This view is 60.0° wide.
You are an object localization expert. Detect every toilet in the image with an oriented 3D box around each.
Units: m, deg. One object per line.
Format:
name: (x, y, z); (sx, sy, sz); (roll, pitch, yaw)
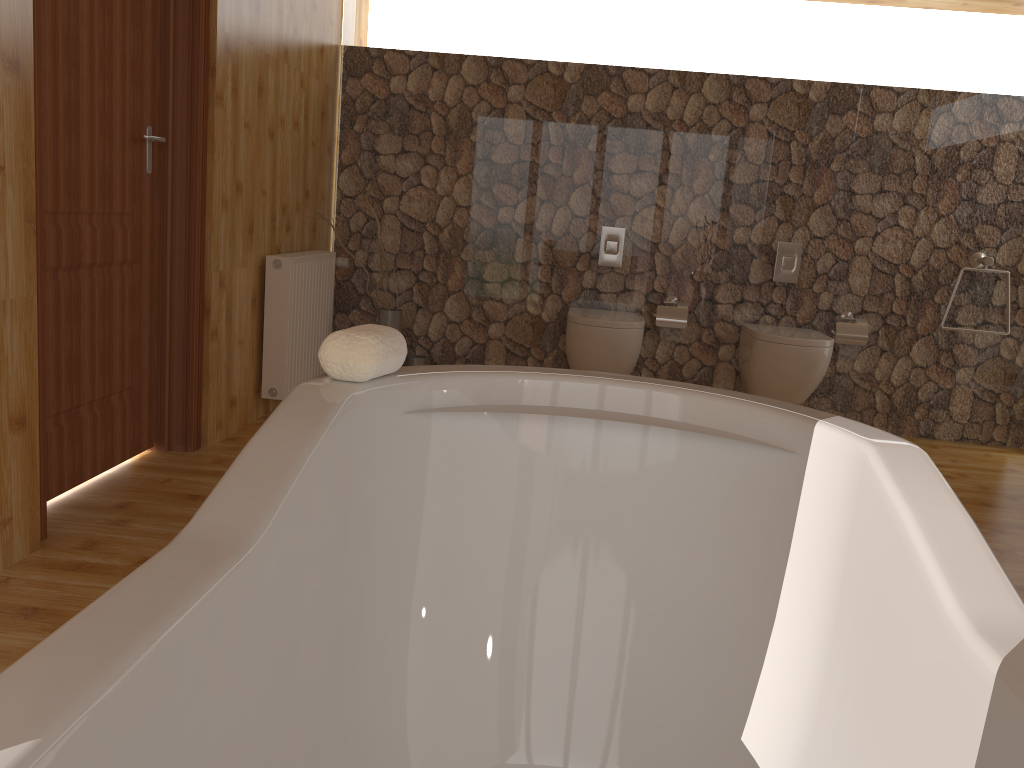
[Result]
toilet: (1.318, -0.084, 4.291); (0.371, 0.337, 0.507); (6, 11, 4)
toilet: (0.443, -0.171, 4.350); (0.371, 0.337, 0.507); (6, 11, 4)

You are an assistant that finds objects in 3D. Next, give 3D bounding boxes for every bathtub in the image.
bathtub: (0.032, 0.369, 0.735); (0.977, 0.900, 1.946); (6, 11, 6)

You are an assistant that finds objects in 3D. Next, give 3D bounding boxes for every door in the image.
door: (-1.233, -0.681, 2.626); (0.106, 2.001, 0.823); (6, 11, 3)

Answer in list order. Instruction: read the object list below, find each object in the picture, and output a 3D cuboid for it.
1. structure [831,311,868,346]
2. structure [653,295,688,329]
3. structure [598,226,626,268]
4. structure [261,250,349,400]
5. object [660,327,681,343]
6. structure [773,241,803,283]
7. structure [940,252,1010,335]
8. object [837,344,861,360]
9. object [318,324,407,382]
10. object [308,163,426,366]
structure: (1.670, -0.279, 4.408); (0.170, 0.151, 0.154); (6, 11, 4)
structure: (0.798, -0.366, 4.467); (0.170, 0.151, 0.154); (6, 11, 4)
structure: (0.507, -0.697, 4.503); (0.120, 0.200, 0.010); (6, 11, 4)
structure: (-0.930, -0.293, 4.057); (0.150, 0.600, 0.745); (6, 11, 4)
object: (0.796, -0.290, 4.457); (0.098, 0.151, 0.090); (6, 11, 4)
structure: (1.382, -0.609, 4.444); (0.120, 0.200, 0.010); (6, 11, 4)
structure: (2.278, -0.449, 4.336); (0.332, 0.387, 0.133); (6, 11, 4)
object: (1.668, -0.203, 4.398); (0.098, 0.151, 0.090); (6, 11, 4)
object: (-0.220, -0.047, 1.327); (0.105, 0.077, 0.166); (7, 11, 12)
object: (-0.643, -0.449, 4.142); (0.277, 1.123, 0.658); (10, 12, 26)
